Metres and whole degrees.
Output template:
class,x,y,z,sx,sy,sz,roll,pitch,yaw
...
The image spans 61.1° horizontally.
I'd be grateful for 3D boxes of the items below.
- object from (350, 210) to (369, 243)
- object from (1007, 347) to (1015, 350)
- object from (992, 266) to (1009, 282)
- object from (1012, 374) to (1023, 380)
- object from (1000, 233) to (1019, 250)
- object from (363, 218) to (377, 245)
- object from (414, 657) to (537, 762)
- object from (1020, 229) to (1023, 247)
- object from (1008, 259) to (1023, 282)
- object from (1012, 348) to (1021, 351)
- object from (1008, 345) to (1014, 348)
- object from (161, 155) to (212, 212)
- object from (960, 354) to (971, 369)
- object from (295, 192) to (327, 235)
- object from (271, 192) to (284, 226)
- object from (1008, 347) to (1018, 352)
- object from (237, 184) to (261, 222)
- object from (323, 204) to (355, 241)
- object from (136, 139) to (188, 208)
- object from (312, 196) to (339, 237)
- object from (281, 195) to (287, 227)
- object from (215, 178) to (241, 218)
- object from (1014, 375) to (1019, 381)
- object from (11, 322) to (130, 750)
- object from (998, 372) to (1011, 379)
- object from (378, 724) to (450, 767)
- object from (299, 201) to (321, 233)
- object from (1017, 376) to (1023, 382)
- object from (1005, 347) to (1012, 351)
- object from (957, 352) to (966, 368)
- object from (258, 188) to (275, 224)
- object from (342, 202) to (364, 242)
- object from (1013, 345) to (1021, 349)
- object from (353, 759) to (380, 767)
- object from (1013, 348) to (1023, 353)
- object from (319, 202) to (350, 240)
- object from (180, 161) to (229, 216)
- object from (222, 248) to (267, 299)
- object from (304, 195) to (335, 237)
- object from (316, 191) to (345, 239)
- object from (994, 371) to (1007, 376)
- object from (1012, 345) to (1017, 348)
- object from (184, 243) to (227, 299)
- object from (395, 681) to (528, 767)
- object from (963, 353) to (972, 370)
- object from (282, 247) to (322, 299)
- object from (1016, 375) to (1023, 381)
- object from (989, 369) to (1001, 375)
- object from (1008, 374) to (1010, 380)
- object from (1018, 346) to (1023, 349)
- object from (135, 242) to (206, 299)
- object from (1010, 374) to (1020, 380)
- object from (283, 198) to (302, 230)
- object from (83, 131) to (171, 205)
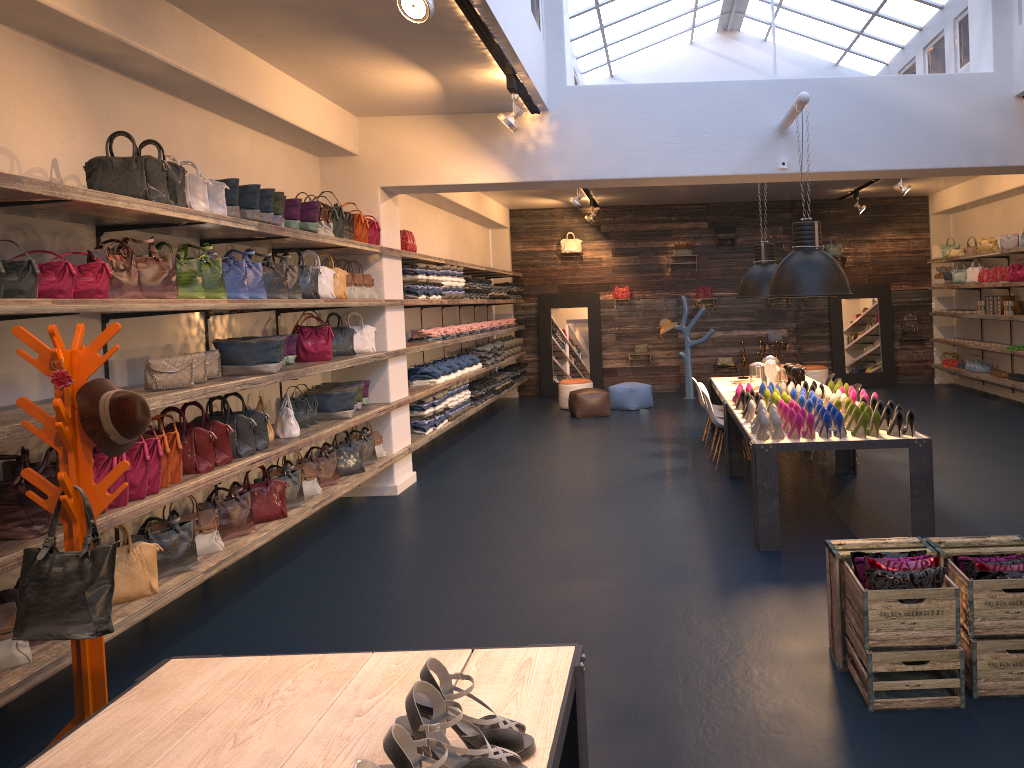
class,x,y,z,sx,sy,sz,roll,pitch,yaw
object,-1.414,-1.385,7.676,0.274,0.330,0.209,-4,4,-36
object,7.228,-0.503,12.508,0.236,0.058,0.082,-2,4,-3
object,7.261,-1.638,12.889,0.143,0.249,0.300,-3,4,-20
object,7.468,-0.097,12.809,0.185,0.087,0.066,-2,3,2
object,7.252,-2.076,12.646,0.086,0.229,0.253,-4,4,-41
object,-1.354,-1.372,7.842,0.240,0.283,0.322,1,5,42
object,-0.088,0.722,1.947,0.278,0.223,0.119,-2,3,2
object,7.146,-2.039,11.978,0.253,0.282,0.104,1,4,41
object,7.248,-1.615,12.326,0.351,0.337,0.296,-2,3,-7
object,7.198,-0.485,12.326,0.236,0.058,0.082,-2,4,-3
object,7.286,-0.537,12.554,0.232,0.063,0.085,-1,4,6
object,-1.893,-1.109,4.843,0.431,0.331,0.190,-2,3,-4
object,7.819,-0.399,14.953,0.188,0.279,0.063,-1,2,25
object,-1.581,-1.282,6.546,0.340,0.334,0.171,-1,3,14
object,-1.722,-1.155,5.775,0.421,0.235,0.177,-2,3,-2
object,7.199,-0.494,12.416,0.236,0.058,0.082,-2,4,-3
object,-1.757,-1.123,5.415,0.413,0.231,0.180,-2,3,4
object,-1.518,-1.368,7.399,0.366,0.338,0.223,-1,3,10
object,-1.947,-1.114,4.629,0.422,0.385,0.194,-2,2,3
object,-1.522,-1.318,6.886,0.295,0.352,0.135,-2,2,-1
object,-1.751,-1.171,5.967,0.415,0.235,0.179,-2,3,2
object,-1.790,-1.110,5.225,0.318,0.244,0.194,0,4,23
object,7.455,-0.090,12.738,0.185,0.087,0.066,-2,3,2
object,-1.561,0.646,3.154,0.413,1.726,0.478,-1,2,32
object,7.519,-0.135,13.211,0.216,0.082,0.232,-2,5,-4
object,-0.126,0.750,1.655,0.287,0.223,0.116,-3,3,-8
object,-1.597,-1.211,6.342,0.412,0.235,0.180,-2,3,4
object,7.433,-0.077,12.601,0.185,0.087,0.066,-2,3,2
object,7.236,-0.512,12.602,0.236,0.058,0.082,-2,4,-3
object,7.838,-0.412,15.084,0.185,0.279,0.064,0,3,36
object,-1.728,-1.140,5.587,0.424,0.231,0.175,-2,3,-5
object,-1.437,-1.399,7.542,0.274,0.384,0.209,-4,3,-36
object,7.257,-0.520,12.372,0.230,0.064,0.087,-1,4,9
object,-0.170,0.764,1.516,0.286,0.223,0.116,-3,3,-8
object,7.169,-0.476,12.235,0.236,0.058,0.082,-2,4,-3
object,-1.528,-1.350,7.207,0.317,0.337,0.262,-5,4,-43
object,-1.859,-1.129,5.048,0.429,0.331,0.191,-2,3,-2
object,-1.737,-0.705,5.587,0.199,0.338,0.408,0,4,43
object,-1.553,-1.298,6.712,0.340,0.334,0.171,-1,3,14
object,-1.500,-1.360,7.025,0.295,0.409,0.135,-2,2,-1
object,7.602,-0.161,13.470,0.216,0.082,0.232,-2,5,-5
object,7.298,-0.528,12.458,0.230,0.068,0.085,-1,4,8
object,-1.826,-0.654,5.058,0.199,0.338,0.408,0,4,43
object,-0.106,0.735,1.813,0.278,0.223,0.120,-2,3,3
object,7.792,-0.385,14.807,0.185,0.279,0.064,0,3,36
object,-1.601,-0.810,6.388,0.177,0.385,0.462,0,4,43
object,7.444,-0.084,12.671,0.185,0.087,0.066,-2,3,2
object,7.662,-0.187,13.731,0.203,0.082,0.247,0,5,17
object,7.490,-0.110,12.947,0.185,0.087,0.066,-2,3,2
object,7.267,-0.511,12.276,0.231,0.067,0.087,-1,4,8
object,-1.866,-0.619,4.788,0.181,0.322,0.410,0,5,45
object,7.479,-0.104,12.879,0.185,0.087,0.066,-2,3,2
object,-1.690,-1.189,6.142,0.421,0.235,0.177,-2,3,-2
object,-1.961,-1.097,4.434,0.431,0.385,0.190,-2,2,-4
